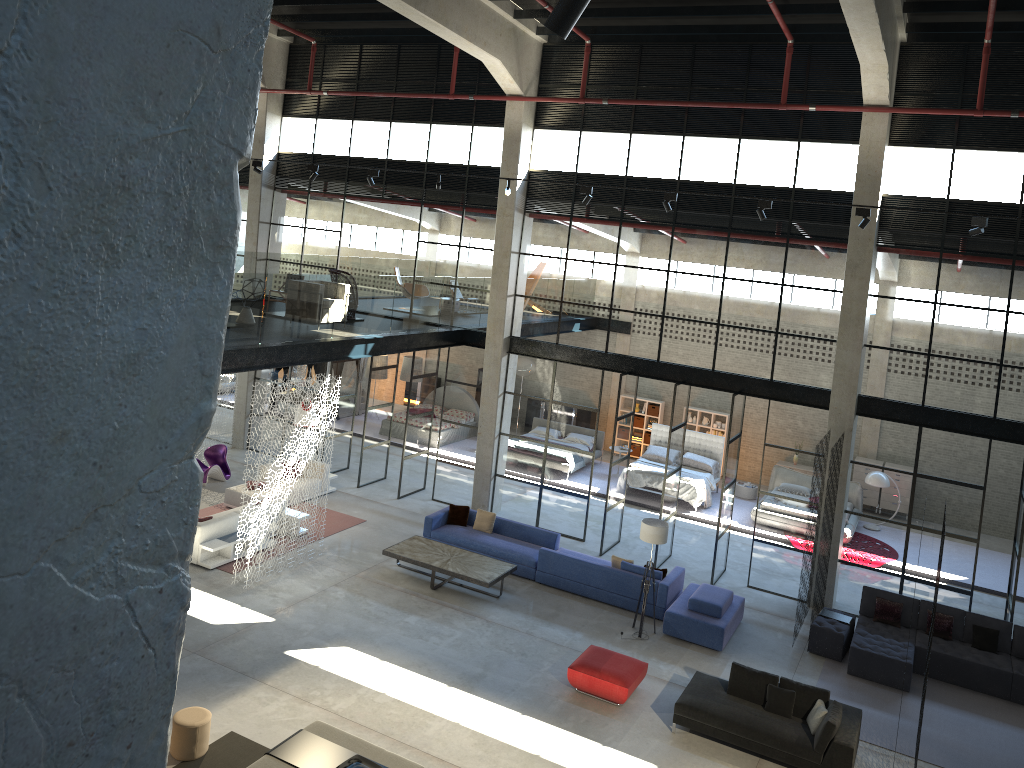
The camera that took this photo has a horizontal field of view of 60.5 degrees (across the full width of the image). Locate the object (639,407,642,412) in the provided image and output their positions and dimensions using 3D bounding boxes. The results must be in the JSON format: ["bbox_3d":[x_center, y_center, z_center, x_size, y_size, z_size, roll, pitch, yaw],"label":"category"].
[{"bbox_3d":[3.682,0.737,25.160,0.184,0.131,0.187,5,7,-10],"label":"object"}]

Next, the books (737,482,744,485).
[{"bbox_3d":[5.761,2.505,22.096,0.135,0.021,0.193,11,10,26],"label":"books"}]

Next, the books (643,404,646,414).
[{"bbox_3d":[3.833,0.680,25.049,0.088,0.318,0.253,7,4,26],"label":"books"}]

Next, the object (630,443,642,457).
[{"bbox_3d":[3.560,1.888,25.107,0.326,0.296,0.324,9,6,26],"label":"object"}]

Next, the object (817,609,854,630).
[{"bbox_3d":[5.184,3.764,14.057,0.523,0.099,0.301,12,10,31],"label":"object"}]

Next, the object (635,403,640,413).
[{"bbox_3d":[3.570,0.685,25.048,0.155,0.247,0.154,7,4,18],"label":"object"}]

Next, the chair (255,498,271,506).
[{"bbox_3d":[-4.604,2.237,15.952,0.270,0.320,0.396,9,7,28],"label":"chair"}]

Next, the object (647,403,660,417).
[{"bbox_3d":[4.055,0.741,24.900,0.326,0.296,0.324,9,6,26],"label":"object"}]

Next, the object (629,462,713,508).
[{"bbox_3d":[3.696,2.376,21.132,2.301,0.656,0.652,11,7,29],"label":"object"}]

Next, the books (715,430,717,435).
[{"bbox_3d":[5.628,1.434,24.117,0.065,0.333,0.253,7,4,26],"label":"books"}]

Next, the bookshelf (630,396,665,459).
[{"bbox_3d":[3.632,1.279,25.107,1.250,1.751,0.329,8,2,27],"label":"bookshelf"}]

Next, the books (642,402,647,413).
[{"bbox_3d":[3.803,0.674,25.064,0.088,0.318,0.253,7,4,26],"label":"books"}]

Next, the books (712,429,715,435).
[{"bbox_3d":[5.544,1.422,24.139,0.069,0.333,0.253,7,4,26],"label":"books"}]

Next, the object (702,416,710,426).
[{"bbox_3d":[5.354,1.023,24.207,0.165,0.250,0.168,5,4,-19],"label":"object"}]

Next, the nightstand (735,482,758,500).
[{"bbox_3d":[5.859,2.680,22.019,0.583,0.297,0.481,10,8,23],"label":"nightstand"}]

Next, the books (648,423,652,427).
[{"bbox_3d":[4.019,1.174,24.924,0.258,0.047,0.214,11,10,26],"label":"books"}]

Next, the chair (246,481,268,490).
[{"bbox_3d":[-5.074,2.007,17.459,0.413,0.107,0.412,4,9,-17],"label":"chair"}]

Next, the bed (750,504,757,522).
[{"bbox_3d":[6.893,2.749,20.397,2.260,0.919,2.564,10,9,26],"label":"bed"}]

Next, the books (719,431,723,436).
[{"bbox_3d":[5.715,1.456,24.053,0.036,0.331,0.253,7,4,26],"label":"books"}]

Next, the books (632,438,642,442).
[{"bbox_3d":[3.603,1.595,25.130,0.311,0.055,0.231,11,10,26],"label":"books"}]

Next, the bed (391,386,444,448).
[{"bbox_3d":[-2.255,0.807,24.889,2.047,1.272,2.347,10,8,26],"label":"bed"}]

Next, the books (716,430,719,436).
[{"bbox_3d":[5.649,1.437,24.086,0.056,0.340,0.253,7,4,26],"label":"books"}]

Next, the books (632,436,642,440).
[{"bbox_3d":[3.609,1.539,25.128,0.284,0.055,0.231,11,10,26],"label":"books"}]

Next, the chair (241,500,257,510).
[{"bbox_3d":[-4.771,2.261,15.699,0.270,0.316,0.395,7,6,13],"label":"chair"}]

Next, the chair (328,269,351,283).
[{"bbox_3d":[-3.574,-1.894,18.518,0.686,0.982,0.835,6,5,-4],"label":"chair"}]

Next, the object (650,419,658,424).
[{"bbox_3d":[4.041,1.088,24.921,0.262,0.133,0.058,10,4,26],"label":"object"}]

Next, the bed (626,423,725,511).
[{"bbox_3d":[3.940,1.992,21.558,2.236,1.410,2.323,10,8,25],"label":"bed"}]

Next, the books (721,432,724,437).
[{"bbox_3d":[5.758,1.485,24.030,0.027,0.287,0.253,7,5,26],"label":"books"}]

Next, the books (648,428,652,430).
[{"bbox_3d":[4.010,1.252,24.926,0.258,0.071,0.214,11,10,26],"label":"books"}]

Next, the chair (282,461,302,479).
[{"bbox_3d":[-4.633,1.810,18.489,0.409,0.334,0.260,3,6,-31],"label":"chair"}]

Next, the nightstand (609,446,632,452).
[{"bbox_3d":[2.774,2.026,22.692,0.601,0.697,0.607,6,5,-2],"label":"nightstand"}]

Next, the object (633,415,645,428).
[{"bbox_3d":[3.657,1.071,25.087,0.326,0.296,0.324,9,6,26],"label":"object"}]

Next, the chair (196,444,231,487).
[{"bbox_3d":[-6.462,1.716,18.796,0.661,0.744,0.798,9,6,26],"label":"chair"}]

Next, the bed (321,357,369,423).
[{"bbox_3d":[-5.720,-0.215,26.308,2.266,2.069,2.317,9,6,26],"label":"bed"}]

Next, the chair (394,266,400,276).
[{"bbox_3d":[-2.484,-2.396,22.130,0.971,1.023,0.802,3,6,-35],"label":"chair"}]

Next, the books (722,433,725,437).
[{"bbox_3d":[5.775,1.497,24.012,0.022,0.273,0.253,7,5,26],"label":"books"}]

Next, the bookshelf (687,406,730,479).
[{"bbox_3d":[5.305,1.603,24.268,1.250,1.751,0.329,8,2,27],"label":"bookshelf"}]

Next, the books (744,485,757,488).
[{"bbox_3d":[5.959,2.542,21.940,0.230,0.046,0.301,12,11,32],"label":"books"}]

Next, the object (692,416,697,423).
[{"bbox_3d":[5.074,0.987,24.377,0.099,0.203,0.101,4,3,-36],"label":"object"}]

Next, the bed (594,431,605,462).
[{"bbox_3d":[1.027,1.659,23.201,2.275,0.864,2.403,10,9,26],"label":"bed"}]

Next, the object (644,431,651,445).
[{"bbox_3d":[3.956,1.545,24.921,0.326,0.296,0.324,9,6,26],"label":"object"}]

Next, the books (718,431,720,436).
[{"bbox_3d":[5.689,1.455,24.066,0.020,0.318,0.253,7,4,26],"label":"books"}]

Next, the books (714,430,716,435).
[{"bbox_3d":[5.585,1.429,24.119,0.059,0.333,0.253,7,4,26],"label":"books"}]

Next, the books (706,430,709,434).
[{"bbox_3d":[5.362,1.423,24.175,0.090,0.275,0.186,7,4,26],"label":"books"}]

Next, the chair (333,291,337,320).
[{"bbox_3d":[-3.695,-1.520,16.663,0.811,0.828,0.985,9,7,26],"label":"chair"}]

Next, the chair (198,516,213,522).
[{"bbox_3d":[-5.242,2.367,14.794,0.401,0.334,0.286,4,5,-18],"label":"chair"}]

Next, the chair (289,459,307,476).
[{"bbox_3d":[-4.562,1.785,18.681,0.379,0.336,0.257,3,5,-30],"label":"chair"}]
